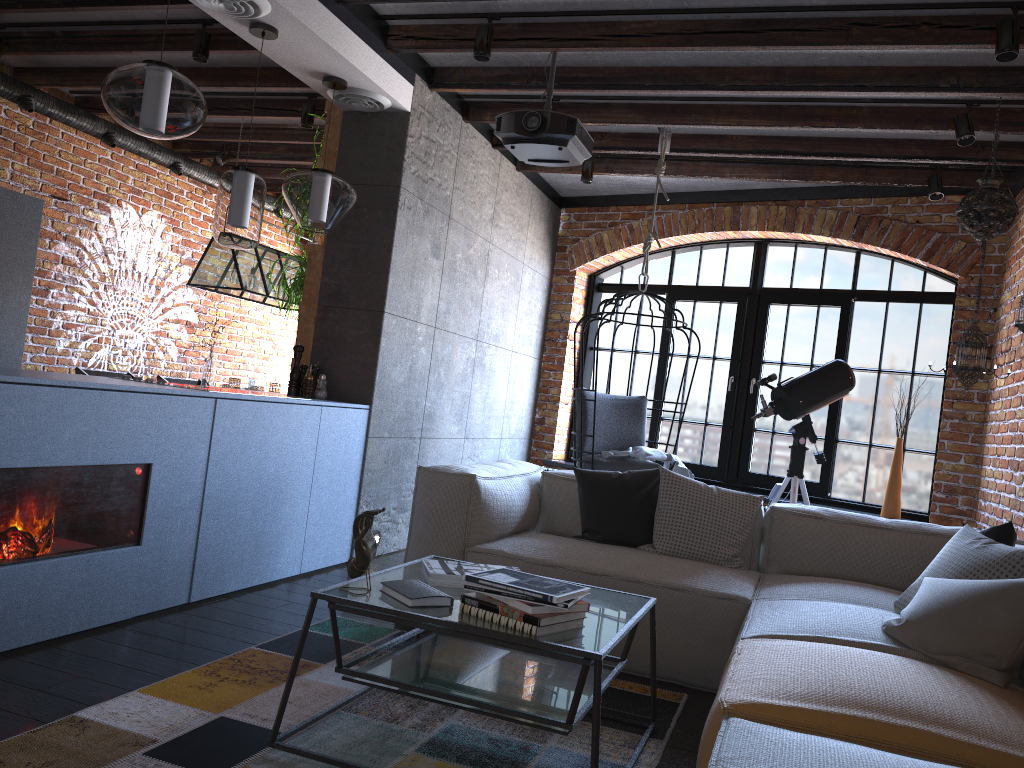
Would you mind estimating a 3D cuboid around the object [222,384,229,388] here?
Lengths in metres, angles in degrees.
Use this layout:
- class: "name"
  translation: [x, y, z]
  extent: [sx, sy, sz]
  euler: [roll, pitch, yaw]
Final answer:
- class: "object"
  translation: [-2.065, 0.043, 6.391]
  extent: [0.054, 0.087, 0.054]
  euler: [8, -1, -39]

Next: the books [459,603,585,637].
- class: "books"
  translation: [0.027, 0.585, 2.247]
  extent: [0.247, 0.024, 0.209]
  euler: [6, -2, 38]

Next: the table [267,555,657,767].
- class: "table"
  translation: [-0.057, 0.784, 2.478]
  extent: [0.842, 0.388, 0.849]
  euler: [7, -1, 19]

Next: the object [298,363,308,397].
- class: "object"
  translation: [-1.123, -0.023, 4.746]
  extent: [0.048, 0.180, 0.048]
  euler: [8, -1, -21]

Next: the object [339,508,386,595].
- class: "object"
  translation: [-0.382, 0.433, 2.313]
  extent: [0.093, 0.223, 0.099]
  euler: [8, -1, -32]

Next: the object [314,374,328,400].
- class: "object"
  translation: [-1.006, 0.013, 4.690]
  extent: [0.069, 0.135, 0.069]
  euler: [7, -1, -1]

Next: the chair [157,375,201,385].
- class: "chair"
  translation: [-2.399, 0.385, 6.866]
  extent: [0.610, 0.818, 0.495]
  euler: [7, -1, 19]

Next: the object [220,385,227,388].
- class: "object"
  translation: [-2.099, 0.048, 6.455]
  extent: [0.060, 0.073, 0.060]
  euler: [8, -1, -40]

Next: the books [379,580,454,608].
- class: "books"
  translation: [-0.252, 0.548, 2.327]
  extent: [0.129, 0.029, 0.181]
  euler: [8, -2, -34]

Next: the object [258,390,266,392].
- class: "object"
  translation: [-1.866, 0.081, 6.597]
  extent: [0.060, 0.073, 0.060]
  euler: [8, -1, -19]

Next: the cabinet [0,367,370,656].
- class: "cabinet"
  translation: [-1.553, 0.407, 3.380]
  extent: [0.607, 0.844, 2.961]
  euler: [7, -1, 19]

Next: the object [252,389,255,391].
- class: "object"
  translation: [-1.917, 0.073, 6.554]
  extent: [0.060, 0.073, 0.060]
  euler: [8, -1, -40]

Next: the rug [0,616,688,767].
- class: "rug"
  translation: [-0.414, 0.944, 2.236]
  extent: [1.431, 0.013, 2.365]
  euler: [7, -1, 19]

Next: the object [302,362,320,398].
- class: "object"
  translation: [-1.053, -0.022, 4.656]
  extent: [0.081, 0.192, 0.058]
  euler: [8, -1, -30]

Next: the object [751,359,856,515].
- class: "object"
  translation: [1.672, 0.547, 5.432]
  extent: [0.570, 1.471, 0.616]
  euler: [6, -1, 45]

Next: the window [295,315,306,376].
- class: "window"
  translation: [-1.114, -0.489, 8.648]
  extent: [3.143, 2.233, 0.177]
  euler: [6, -1, 36]

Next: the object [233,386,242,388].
- class: "object"
  translation: [-2.043, 0.058, 6.582]
  extent: [0.060, 0.073, 0.060]
  euler: [8, -1, -40]

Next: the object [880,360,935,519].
- class: "object"
  translation: [2.555, 0.357, 5.767]
  extent: [0.270, 1.053, 0.299]
  euler: [7, -1, 39]

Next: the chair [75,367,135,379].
- class: "chair"
  translation: [-2.649, 0.336, 6.114]
  extent: [0.610, 0.818, 0.495]
  euler: [7, -1, 19]

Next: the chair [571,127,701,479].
- class: "chair"
  translation: [0.772, -0.456, 5.488]
  extent: [0.802, 2.220, 0.682]
  euler: [8, -1, -26]

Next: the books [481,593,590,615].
- class: "books"
  translation: [0.049, 0.544, 2.266]
  extent: [0.191, 0.023, 0.239]
  euler: [8, -2, -37]

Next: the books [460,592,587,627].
- class: "books"
  translation: [0.031, 0.563, 2.247]
  extent: [0.251, 0.023, 0.209]
  euler: [6, -2, 38]

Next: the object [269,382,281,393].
- class: "object"
  translation: [-1.731, 0.061, 6.459]
  extent: [0.086, 0.140, 0.086]
  euler: [7, -1, 8]

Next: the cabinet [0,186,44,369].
- class: "cabinet"
  translation: [-3.929, -0.382, 3.474]
  extent: [0.713, 1.808, 4.175]
  euler: [7, -1, 19]

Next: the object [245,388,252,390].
- class: "object"
  translation: [-1.870, 0.070, 6.274]
  extent: [0.049, 0.080, 0.049]
  euler: [7, -1, 2]

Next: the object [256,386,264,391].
- class: "object"
  translation: [-1.844, 0.068, 6.472]
  extent: [0.061, 0.099, 0.061]
  euler: [7, -1, 25]

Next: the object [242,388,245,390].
- class: "object"
  translation: [-1.946, 0.067, 6.455]
  extent: [0.060, 0.073, 0.060]
  euler: [8, -1, -40]

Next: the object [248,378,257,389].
- class: "object"
  translation: [-1.932, -0.002, 6.596]
  extent: [0.060, 0.073, 0.060]
  euler: [7, -1, -4]

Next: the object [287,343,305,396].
- class: "object"
  translation: [-1.139, -0.078, 4.678]
  extent: [0.061, 0.282, 0.061]
  euler: [7, -1, 33]

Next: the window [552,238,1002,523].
- class: "window"
  translation: [1.785, -0.160, 6.739]
  extent: [3.292, 2.233, 0.177]
  euler: [6, -1, 36]

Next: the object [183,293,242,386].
- class: "object"
  translation: [-2.069, -0.276, 6.152]
  extent: [0.443, 0.708, 0.194]
  euler: [7, -1, 34]

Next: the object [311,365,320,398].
- class: "object"
  translation: [-1.060, -0.015, 4.739]
  extent: [0.048, 0.180, 0.048]
  euler: [7, -1, 2]

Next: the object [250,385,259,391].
- class: "object"
  translation: [-1.862, 0.063, 6.389]
  extent: [0.061, 0.099, 0.061]
  euler: [8, -1, -34]

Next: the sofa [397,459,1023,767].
- class: "sofa"
  translation: [0.530, 0.753, 2.662]
  extent: [2.535, 0.697, 3.302]
  euler: [7, -1, 18]

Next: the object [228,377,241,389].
- class: "object"
  translation: [-1.967, 0.027, 6.274]
  extent: [0.086, 0.140, 0.086]
  euler: [7, -1, -9]
